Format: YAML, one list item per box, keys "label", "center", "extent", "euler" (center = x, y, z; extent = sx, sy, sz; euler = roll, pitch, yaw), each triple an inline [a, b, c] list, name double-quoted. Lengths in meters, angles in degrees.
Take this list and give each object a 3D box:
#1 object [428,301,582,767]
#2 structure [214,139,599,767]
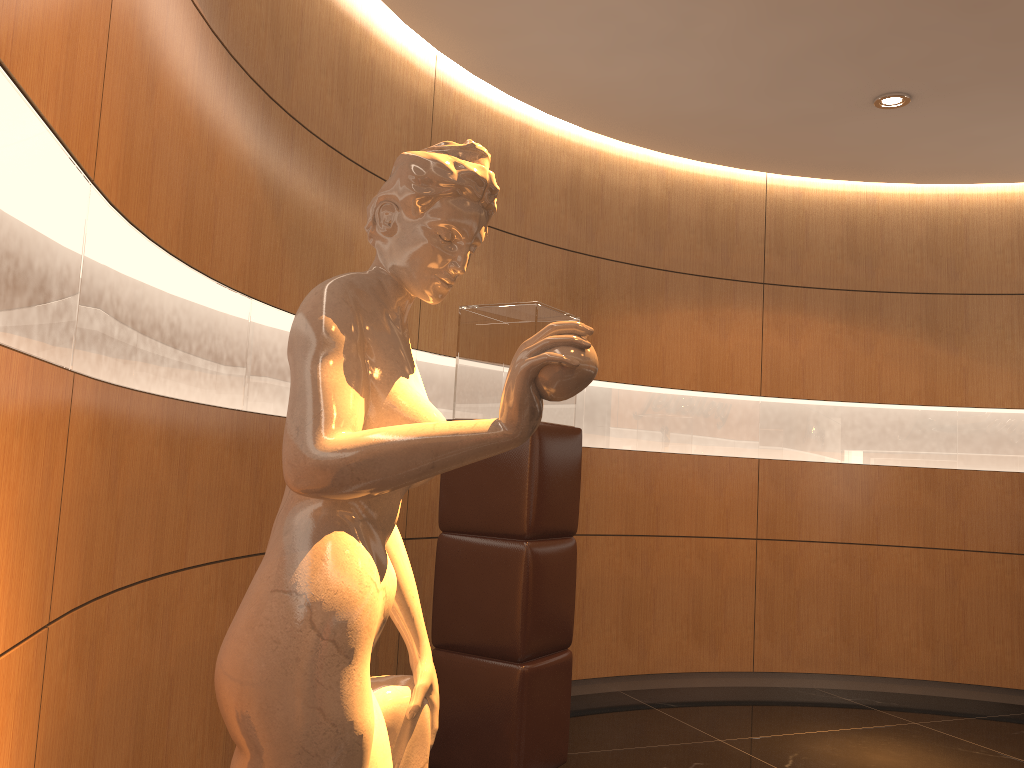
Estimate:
- label: "object"
  center: [-0.015, 0.670, 3.890]
  extent: [0.498, 2.000, 0.484]
  euler: [0, -6, 31]
- label: "structure"
  center: [-0.260, 0.497, 1.359]
  extent: [0.477, 1.836, 0.733]
  euler: [6, -6, -24]
